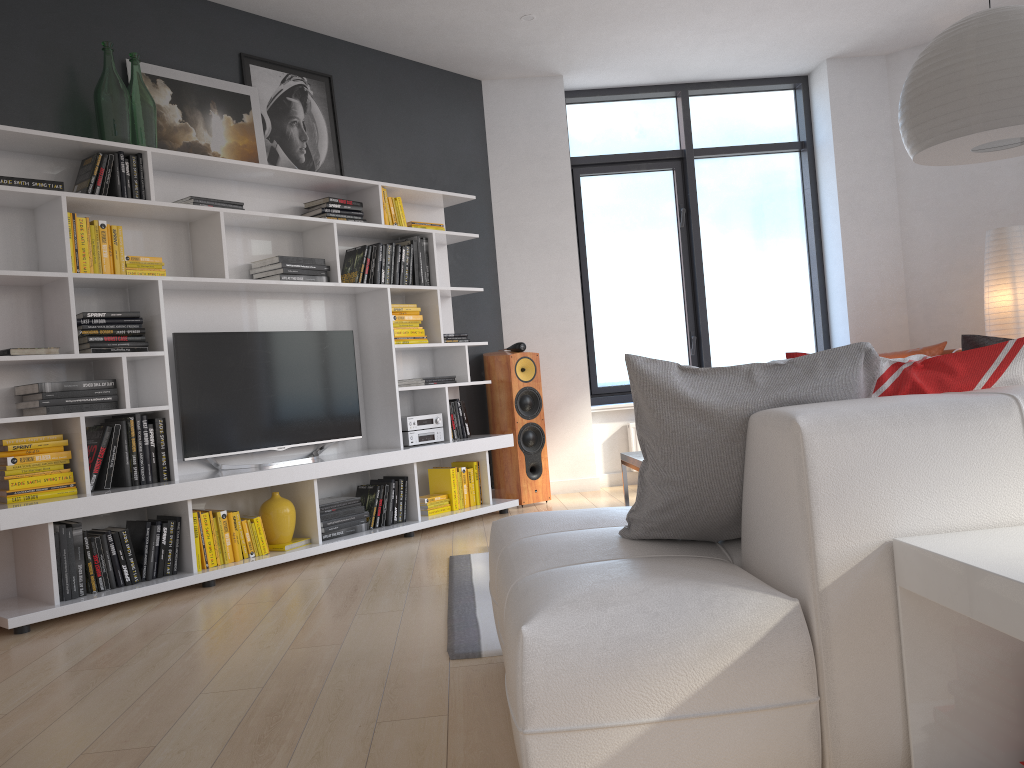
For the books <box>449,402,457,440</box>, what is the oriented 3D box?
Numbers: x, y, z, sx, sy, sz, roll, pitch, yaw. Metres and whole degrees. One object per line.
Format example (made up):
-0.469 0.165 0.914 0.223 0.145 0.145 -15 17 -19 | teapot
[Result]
-0.437 0.237 5.585 0.189 0.240 0.053 -5 0 42 | books

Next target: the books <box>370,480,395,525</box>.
-0.748 0.675 5.081 0.192 0.254 0.075 -5 0 40 | books

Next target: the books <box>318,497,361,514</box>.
-1.021 0.663 4.845 0.250 0.047 0.310 -5 0 37 | books

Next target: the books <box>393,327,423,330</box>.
-0.701 -0.330 5.412 0.189 0.014 0.251 -5 0 45 | books

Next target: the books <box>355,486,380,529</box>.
-0.825 0.692 4.986 0.182 0.234 0.104 -5 0 41 | books

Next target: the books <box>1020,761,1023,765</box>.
1.010 0.637 1.385 0.301 0.032 0.227 -5 0 -4 | books

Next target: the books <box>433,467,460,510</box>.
-0.404 0.642 5.471 0.199 0.263 0.015 -5 0 41 | books

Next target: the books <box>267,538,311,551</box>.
-1.205 0.826 4.564 0.270 0.029 0.204 -5 0 26 | books

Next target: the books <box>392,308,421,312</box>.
-0.696 -0.445 5.419 0.223 0.023 0.163 -5 0 -44 | books

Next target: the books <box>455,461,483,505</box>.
-0.281 0.627 5.631 0.213 0.270 0.025 -5 0 41 | books

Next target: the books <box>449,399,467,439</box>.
-0.386 0.224 5.639 0.193 0.255 0.066 -5 0 41 | books

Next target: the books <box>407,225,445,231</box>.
-0.580 -0.954 5.544 0.257 0.028 0.194 -5 0 -44 | books

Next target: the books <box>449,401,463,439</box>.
-0.396 0.230 5.610 0.169 0.242 0.050 -5 0 41 | books

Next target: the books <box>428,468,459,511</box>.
-0.423 0.646 5.447 0.198 0.255 0.044 -5 0 41 | books

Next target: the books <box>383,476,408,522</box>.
-0.683 0.667 5.154 0.197 0.260 0.066 -5 0 41 | books

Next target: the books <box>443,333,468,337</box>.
-0.413 -0.303 5.657 0.161 0.023 0.213 -5 0 45 | books

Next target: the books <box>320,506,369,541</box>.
-0.993 0.754 4.835 0.277 0.137 0.343 -5 0 36 | books

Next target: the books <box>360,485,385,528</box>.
-0.806 0.691 5.015 0.187 0.234 0.096 -5 0 42 | books

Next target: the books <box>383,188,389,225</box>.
-0.806 -1.034 5.261 0.163 0.224 0.041 -5 0 40 | books

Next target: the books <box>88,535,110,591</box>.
-1.815 0.775 3.853 0.170 0.236 0.049 -5 0 42 | books

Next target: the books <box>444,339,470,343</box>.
-0.397 -0.266 5.644 0.161 0.023 0.213 -5 0 45 | books

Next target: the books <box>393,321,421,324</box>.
-0.700 -0.368 5.413 0.171 0.019 0.239 -5 0 41 | books

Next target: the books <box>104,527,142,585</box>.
-1.739 0.761 3.939 0.191 0.249 0.083 -5 0 41 | books

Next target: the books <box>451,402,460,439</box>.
-0.416 0.236 5.598 0.170 0.236 0.049 -5 0 42 | books

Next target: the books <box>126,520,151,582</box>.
-1.701 0.753 4.013 0.197 0.260 0.066 -5 0 41 | books

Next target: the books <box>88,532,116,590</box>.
-1.795 0.769 3.864 0.169 0.242 0.050 -5 0 41 | books

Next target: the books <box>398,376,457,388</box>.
-0.538 -0.014 5.530 0.250 0.047 0.310 -5 0 37 | books

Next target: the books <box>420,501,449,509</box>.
-0.481 0.727 5.338 0.113 0.018 0.169 -5 0 43 | books

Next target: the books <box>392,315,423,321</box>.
-0.694 -0.394 5.419 0.176 0.033 0.239 -5 0 45 | books

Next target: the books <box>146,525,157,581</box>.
-1.665 0.760 4.011 0.172 0.242 0.069 -5 0 42 | books

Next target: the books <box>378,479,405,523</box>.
-0.704 0.674 5.128 0.191 0.249 0.084 -5 0 41 | books

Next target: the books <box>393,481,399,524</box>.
-0.725 0.681 5.097 0.179 0.243 0.068 -5 0 40 | books

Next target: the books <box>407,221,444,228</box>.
-0.591 -0.979 5.547 0.203 0.024 0.257 -5 0 44 | books

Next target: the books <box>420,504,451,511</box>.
-0.491 0.741 5.355 0.148 0.011 0.196 -5 0 41 | books

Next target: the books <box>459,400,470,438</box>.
-0.360 0.228 5.656 0.177 0.242 0.066 -5 0 41 | books

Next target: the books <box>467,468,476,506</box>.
-0.305 0.647 5.579 0.172 0.234 0.024 -5 0 41 | books

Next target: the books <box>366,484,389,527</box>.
-0.775 0.688 5.029 0.169 0.233 0.081 -5 0 40 | books

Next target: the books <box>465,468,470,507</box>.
-0.338 0.647 5.541 0.169 0.239 0.023 -5 0 41 | books

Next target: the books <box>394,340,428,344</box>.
-0.670 -0.245 5.398 0.257 0.028 0.194 -5 0 -44 | books

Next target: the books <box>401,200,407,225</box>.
-0.701 -1.023 5.365 0.142 0.184 0.044 -5 0 42 | books

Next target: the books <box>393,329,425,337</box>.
-0.687 -0.303 5.405 0.189 0.042 0.243 -5 0 41 | books

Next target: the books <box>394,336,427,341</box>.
-0.681 -0.270 5.401 0.203 0.024 0.257 -5 0 44 | books

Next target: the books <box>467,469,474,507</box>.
-0.320 0.648 5.557 0.172 0.234 0.024 -5 0 41 | books

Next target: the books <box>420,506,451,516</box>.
-0.486 0.764 5.351 0.147 0.033 0.190 -5 0 41 | books

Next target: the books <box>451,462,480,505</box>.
-0.292 0.628 5.605 0.204 0.270 0.029 -5 0 41 | books

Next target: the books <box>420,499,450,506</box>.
-0.489 0.712 5.352 0.134 0.014 0.187 -5 0 41 | books

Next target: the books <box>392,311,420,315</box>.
-0.702 -0.421 5.416 0.227 0.022 0.160 -5 0 -33 | books

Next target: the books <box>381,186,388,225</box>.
-0.807 -1.036 5.231 0.161 0.229 0.041 -5 0 40 | books

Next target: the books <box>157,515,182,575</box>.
-1.603 0.745 4.119 0.197 0.260 0.066 -5 0 41 | books

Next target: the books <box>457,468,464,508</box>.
-0.376 0.644 5.499 0.180 0.251 0.019 -5 0 41 | books

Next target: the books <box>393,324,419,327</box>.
-0.694 -0.348 5.392 0.217 0.023 0.145 -5 0 -44 | books

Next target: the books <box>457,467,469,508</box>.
-0.357 0.643 5.518 0.185 0.250 0.035 -5 0 41 | books

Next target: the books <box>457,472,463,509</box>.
-0.375 0.657 5.471 0.156 0.229 0.024 -5 0 41 | books

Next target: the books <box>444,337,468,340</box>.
-0.402 -0.284 5.645 0.142 0.015 0.198 -5 0 40 | books

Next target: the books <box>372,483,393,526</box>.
-0.743 0.682 5.047 0.172 0.242 0.069 -5 0 42 | books

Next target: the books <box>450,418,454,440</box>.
-0.462 0.223 5.563 0.202 0.268 0.053 -5 0 41 | books

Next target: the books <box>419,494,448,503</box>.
-0.503 0.693 5.358 0.138 0.026 0.186 -5 0 41 | books

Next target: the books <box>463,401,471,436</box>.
-0.361 0.232 5.702 0.179 0.233 0.077 -5 0 41 | books

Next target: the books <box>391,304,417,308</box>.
-0.722 -0.467 5.427 0.223 0.023 0.163 -5 0 -44 | books

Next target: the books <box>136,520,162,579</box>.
-1.668 0.753 4.046 0.192 0.254 0.075 -5 0 40 | books
